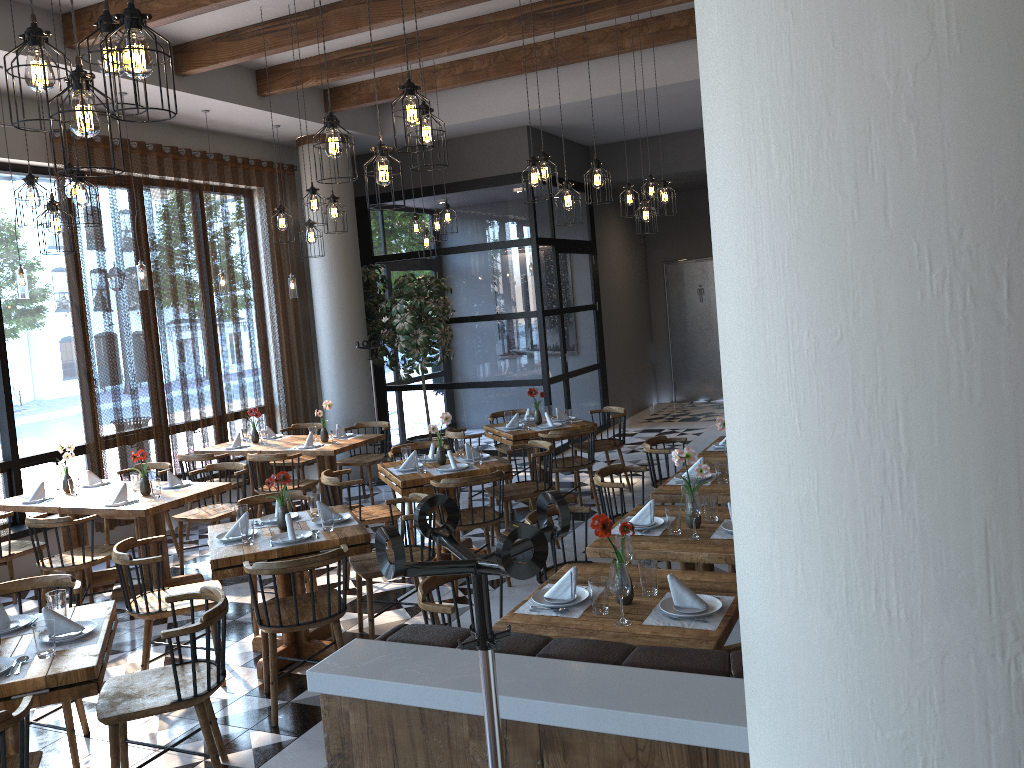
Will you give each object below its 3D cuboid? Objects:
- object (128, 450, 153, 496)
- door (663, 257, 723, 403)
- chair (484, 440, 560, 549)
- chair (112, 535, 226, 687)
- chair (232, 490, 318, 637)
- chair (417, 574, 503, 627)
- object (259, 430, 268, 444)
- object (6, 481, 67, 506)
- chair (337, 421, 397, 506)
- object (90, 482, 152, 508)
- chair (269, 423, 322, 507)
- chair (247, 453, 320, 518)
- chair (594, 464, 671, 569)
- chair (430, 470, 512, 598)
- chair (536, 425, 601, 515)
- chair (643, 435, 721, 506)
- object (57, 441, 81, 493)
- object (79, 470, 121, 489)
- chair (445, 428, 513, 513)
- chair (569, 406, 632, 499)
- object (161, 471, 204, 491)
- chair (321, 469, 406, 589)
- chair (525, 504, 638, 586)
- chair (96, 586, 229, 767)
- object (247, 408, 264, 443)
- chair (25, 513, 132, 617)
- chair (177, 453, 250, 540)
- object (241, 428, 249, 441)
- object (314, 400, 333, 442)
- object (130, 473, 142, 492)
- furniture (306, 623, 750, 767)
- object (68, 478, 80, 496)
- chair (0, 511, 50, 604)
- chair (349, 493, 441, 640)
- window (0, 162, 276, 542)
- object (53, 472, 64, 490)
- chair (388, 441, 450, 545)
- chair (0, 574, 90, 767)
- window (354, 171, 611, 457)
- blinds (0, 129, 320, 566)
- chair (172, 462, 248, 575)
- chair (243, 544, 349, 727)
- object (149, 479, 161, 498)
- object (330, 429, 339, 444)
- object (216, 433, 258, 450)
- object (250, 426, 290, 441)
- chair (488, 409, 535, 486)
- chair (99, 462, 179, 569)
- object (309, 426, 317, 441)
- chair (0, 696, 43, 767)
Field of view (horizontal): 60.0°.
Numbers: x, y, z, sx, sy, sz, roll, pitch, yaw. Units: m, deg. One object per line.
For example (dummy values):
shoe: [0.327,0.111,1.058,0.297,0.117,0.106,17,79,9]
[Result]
object: [-2.764,0.659,6.587,0.156,0.354,0.171,-5,4,4]
door: [3.185,-0.893,14.744,1.205,2.388,0.115,-3,3,25]
chair: [0.089,0.902,7.087,0.550,0.815,0.520,-6,4,-19]
chair: [-1.907,1.276,4.978,0.550,0.815,0.520,-6,4,-19]
chair: [-1.521,1.164,5.800,0.520,0.815,0.550,-6,4,-19]
chair: [-0.088,1.235,3.780,0.549,0.815,0.521,-3,4,25]
object: [-2.471,0.532,8.819,0.080,0.132,0.080,-2,5,40]
object: [-3.638,0.825,6.777,0.351,0.137,0.273,-2,6,26]
chair: [-1.516,0.835,9.211,0.519,0.815,0.551,-3,4,25]
object: [-2.836,0.793,6.396,0.351,0.137,0.273,-2,6,26]
chair: [-2.277,0.866,9.573,0.519,0.815,0.551,-3,4,25]
chair: [-2.069,0.996,8.034,0.519,0.815,0.551,-3,4,25]
chair: [0.845,0.964,5.768,0.549,0.815,0.521,-3,4,25]
chair: [-0.297,1.014,6.265,0.520,0.815,0.550,-6,4,-19]
chair: [0.503,0.781,7.970,0.520,0.815,0.550,-6,4,-19]
chair: [1.312,0.828,6.762,0.549,0.815,0.521,-3,4,25]
object: [-3.518,0.658,7.037,0.206,0.399,0.147,-3,4,29]
object: [-3.417,0.760,7.261,0.351,0.137,0.273,-2,6,26]
chair: [-0.319,0.814,8.361,0.550,0.815,0.520,-6,4,-19]
chair: [0.891,0.667,8.816,0.550,0.815,0.520,-6,4,-19]
object: [-2.616,0.728,6.880,0.351,0.137,0.273,-2,6,26]
chair: [-1.120,1.047,6.656,0.550,0.815,0.520,-6,4,-19]
chair: [0.378,1.099,4.774,0.549,0.815,0.521,-3,4,25]
chair: [-1.461,1.352,3.786,0.550,0.815,0.520,-6,4,-19]
object: [-2.599,0.414,8.992,0.156,0.354,0.171,-5,4,2]
chair: [-2.982,1.261,6.089,0.519,0.815,0.551,-3,4,25]
chair: [-2.830,1.027,8.395,0.519,0.815,0.551,-3,4,25]
object: [-2.753,0.524,9.151,0.080,0.132,0.080,-2,5,40]
object: [-1.810,0.363,8.585,0.146,0.399,0.207,-4,4,18]
object: [-2.889,0.759,6.822,0.080,0.132,0.080,-4,4,11]
furniture: [1.818,0.815,4.701,1.916,1.147,6.612,-3,6,25]
object: [-3.390,0.799,6.862,0.080,0.132,0.080,-7,4,-29]
chair: [-3.743,1.292,6.451,0.519,0.815,0.551,-3,4,25]
chair: [-0.699,1.131,5.409,0.550,0.815,0.520,-6,4,-19]
window: [-5.187,0.189,3.076,4.491,3.157,15.177,-5,5,2]
object: [-3.672,0.791,7.194,0.080,0.132,0.080,-7,4,-29]
chair: [-0.733,0.935,7.478,0.520,0.815,0.550,-6,4,-19]
chair: [-2.283,1.385,4.177,0.520,0.815,0.550,-6,4,-19]
window: [-0.349,-0.928,12.444,2.725,3.540,2.194,-3,4,25]
blinds: [-4.026,-0.392,7.421,0.160,3.572,7.293,-3,5,25]
chair: [-2.429,1.101,7.267,0.519,0.815,0.551,-3,4,25]
chair: [-1.085,1.243,4.587,0.520,0.815,0.550,-6,4,-19]
object: [-2.607,0.767,6.490,0.080,0.132,0.080,-4,4,11]
object: [-1.688,0.500,8.447,0.080,0.132,0.080,-4,4,11]
object: [-2.722,0.560,8.727,0.351,0.137,0.273,-2,6,26]
object: [-2.502,0.494,9.211,0.351,0.137,0.273,-2,6,26]
chair: [0.068,0.702,9.183,0.520,0.815,0.550,-6,4,-19]
chair: [-3.190,1.131,7.628,0.519,0.815,0.551,-3,4,25]
object: [-1.970,0.492,8.779,0.080,0.132,0.080,-4,4,11]
chair: [-1.847,1.464,2.964,0.520,0.815,0.550,-6,4,-19]
